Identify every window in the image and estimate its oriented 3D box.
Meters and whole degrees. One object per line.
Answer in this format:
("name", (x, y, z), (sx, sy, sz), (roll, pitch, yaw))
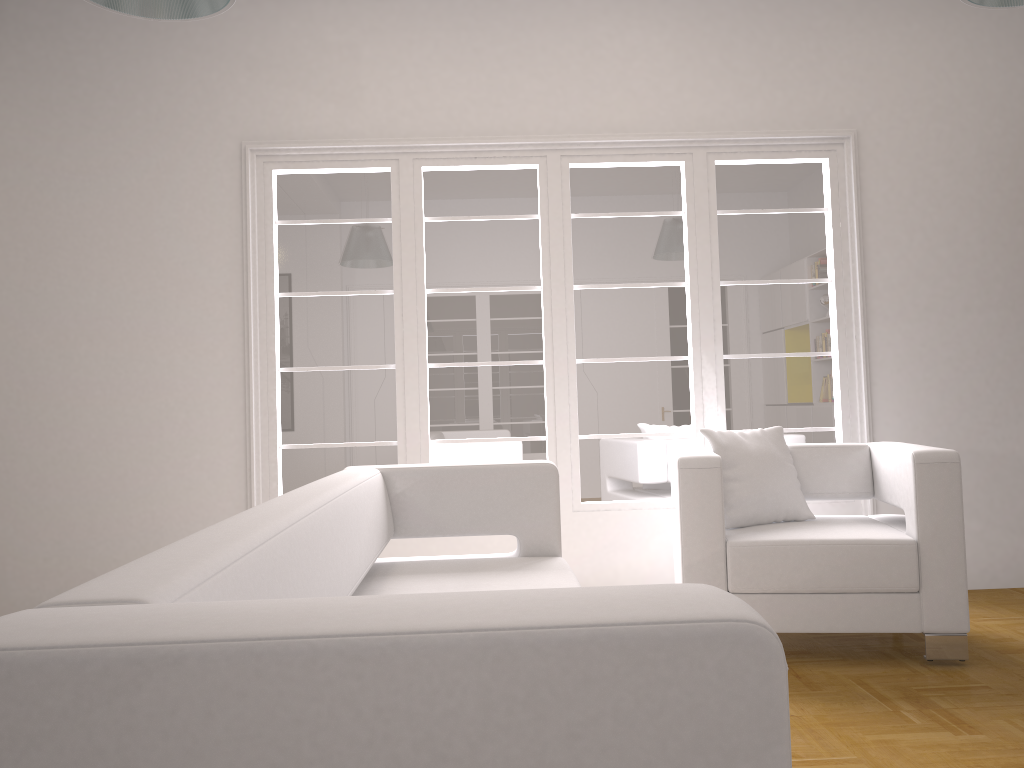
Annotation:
("window", (0.260, -0.087, 4.819), (3.350, 2.530, 0.195), (-2, -3, -2))

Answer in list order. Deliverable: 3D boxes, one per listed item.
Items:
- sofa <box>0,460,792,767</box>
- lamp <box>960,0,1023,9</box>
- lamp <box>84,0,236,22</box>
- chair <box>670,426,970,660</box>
("sofa", (-0.167, 0.682, 2.099), (0.822, 0.849, 2.620), (-2, -2, -2))
("lamp", (1.517, -1.805, 2.579), (0.464, 1.251, 0.464), (-2, -3, -3))
("lamp", (-1.023, -1.728, 2.486), (0.464, 1.251, 0.464), (-2, -3, -3))
("chair", (1.274, 0.642, 3.892), (1.096, 0.912, 0.801), (-2, -2, 8))
